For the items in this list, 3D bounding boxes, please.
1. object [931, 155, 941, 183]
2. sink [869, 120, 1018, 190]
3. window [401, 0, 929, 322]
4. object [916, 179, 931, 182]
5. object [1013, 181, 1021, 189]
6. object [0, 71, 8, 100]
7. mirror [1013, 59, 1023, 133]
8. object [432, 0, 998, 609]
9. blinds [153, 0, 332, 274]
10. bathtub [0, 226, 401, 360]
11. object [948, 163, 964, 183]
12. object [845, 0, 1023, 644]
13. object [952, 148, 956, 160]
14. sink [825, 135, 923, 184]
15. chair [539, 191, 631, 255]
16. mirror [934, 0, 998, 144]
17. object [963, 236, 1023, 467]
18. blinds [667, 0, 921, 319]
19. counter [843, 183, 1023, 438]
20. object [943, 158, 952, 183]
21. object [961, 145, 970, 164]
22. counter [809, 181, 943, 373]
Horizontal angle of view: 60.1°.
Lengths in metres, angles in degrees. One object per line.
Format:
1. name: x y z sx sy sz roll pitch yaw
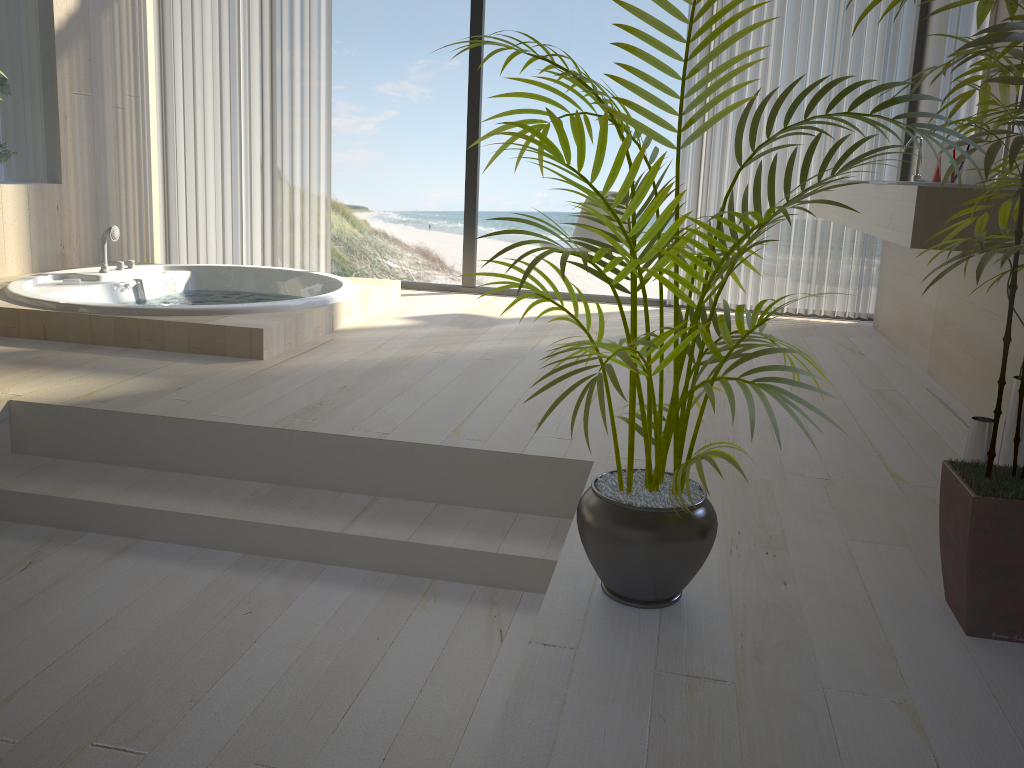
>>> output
1. object: 1.818 -0.909 3.782 0.039 0.133 0.039 -4 12 -30
2. sink: 1.479 -0.684 2.988 0.504 0.415 0.580 6 13 14
3. window: -0.083 -1.850 4.934 4.564 2.783 0.752 5 11 11
4. object: 1.759 -0.850 3.734 0.033 0.028 0.105 -7 16 -37
5. object: 1.514 -0.577 2.571 0.033 0.028 0.105 -7 16 -37
6. object: -2.371 -0.981 3.218 0.791 1.737 0.941 10 14 35
7. mirror: 1.842 -1.285 2.930 0.023 0.859 0.660 4 12 11
8. object: 0.225 -0.181 1.584 0.754 1.144 0.922 -9 16 -44
9. blinds: -1.659 -1.705 5.497 1.184 2.048 0.085 5 11 11
10. bathtub: -1.690 -0.412 4.412 1.823 0.691 1.665 5 13 11
11. object: 1.845 -0.868 3.690 0.059 0.099 0.059 6 12 18
12. object: 0.977 -0.404 1.428 0.791 1.737 0.941 10 14 35
13. object: 1.824 -0.906 3.664 0.050 0.176 0.012 -6 14 -39
14. sink: 1.724 -0.957 4.151 0.504 0.415 0.580 6 13 14
15. chair: 0.417 -0.880 4.834 0.371 0.343 0.457 12 16 39
16. mirror: 2.025 -1.522 3.935 0.023 0.859 0.660 4 12 11
17. object: 1.477 -0.092 2.356 0.407 0.741 0.277 2 11 -1
18. blinds: 1.526 -1.418 4.870 1.184 2.048 0.085 5 11 11
19. counter: 1.515 -0.285 3.086 0.551 0.782 1.218 5 13 11
20. object: 1.902 -0.924 3.859 0.039 0.133 0.039 -4 12 -30
21. object: 1.860 -0.905 3.673 0.054 0.173 0.012 10 13 36
22. counter: 1.760 -0.558 4.250 0.551 0.782 1.218 5 13 11
